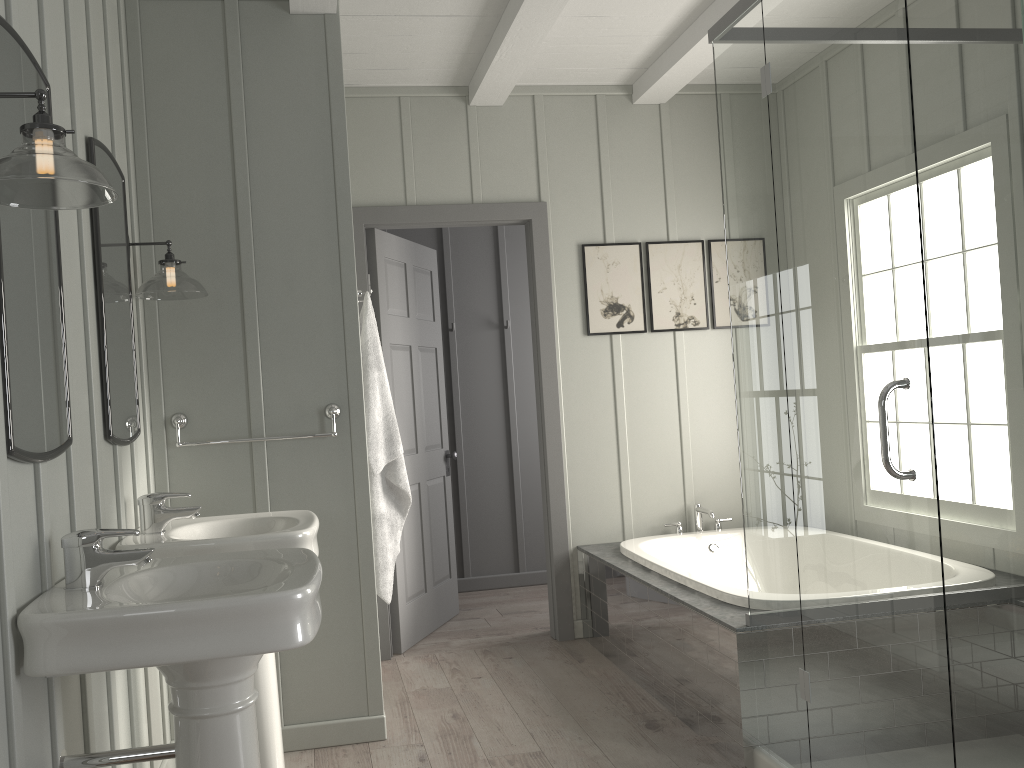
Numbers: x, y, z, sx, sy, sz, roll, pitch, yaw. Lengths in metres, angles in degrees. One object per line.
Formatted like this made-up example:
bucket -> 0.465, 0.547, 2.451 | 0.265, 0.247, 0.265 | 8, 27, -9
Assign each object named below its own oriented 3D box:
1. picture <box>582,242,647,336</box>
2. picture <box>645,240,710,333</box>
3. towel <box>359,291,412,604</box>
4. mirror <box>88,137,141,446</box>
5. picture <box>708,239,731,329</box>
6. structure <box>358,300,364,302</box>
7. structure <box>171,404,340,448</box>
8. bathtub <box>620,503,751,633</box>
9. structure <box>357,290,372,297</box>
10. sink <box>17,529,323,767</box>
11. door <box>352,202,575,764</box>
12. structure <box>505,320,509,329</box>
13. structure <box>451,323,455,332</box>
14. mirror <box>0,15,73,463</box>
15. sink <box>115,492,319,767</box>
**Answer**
picture -> 0.519, -0.482, 4.478 | 0.309, 0.461, 0.012 | -4, 0, -9
picture -> 0.849, -0.502, 4.531 | 0.309, 0.461, 0.012 | -4, 0, -9
towel -> -0.491, 0.241, 3.457 | 0.160, 1.204, 0.321 | -4, 0, -7
mirror -> -1.175, -0.257, 2.627 | 0.015, 0.884, 0.429 | -4, 0, -13
picture -> 1.179, -0.522, 4.583 | 0.309, 0.461, 0.012 | -4, 0, -9
structure -> -0.640, -0.345, 3.692 | 0.078, 0.056, 0.057 | -3, 0, -10
structure -> -0.918, 0.149, 3.181 | 0.596, 0.123, 0.055 | -3, 0, -9
bathtub -> 1.124, 0.827, 3.746 | 1.036, 0.490, 1.579 | -3, -1, -12
structure -> -0.584, -0.352, 3.442 | 0.078, 0.056, 0.057 | -3, 0, -10
sink -> -0.663, 0.797, 1.873 | 0.560, 1.013, 0.576 | -4, 0, -11
door -> 0.128, 0.149, 1.229 | 4.210, 2.196, 7.872 | -3, -1, -12
structure -> -0.039, -0.381, 5.739 | 0.019, 0.051, 0.137 | -4, -1, -13
structure -> -0.386, -0.361, 5.676 | 0.019, 0.051, 0.137 | -4, -1, -13
mirror -> -0.992, -0.280, 1.821 | 0.015, 0.884, 0.429 | -4, 0, -13
sink -> -0.845, 0.820, 2.674 | 0.560, 1.013, 0.576 | -4, 0, -11
